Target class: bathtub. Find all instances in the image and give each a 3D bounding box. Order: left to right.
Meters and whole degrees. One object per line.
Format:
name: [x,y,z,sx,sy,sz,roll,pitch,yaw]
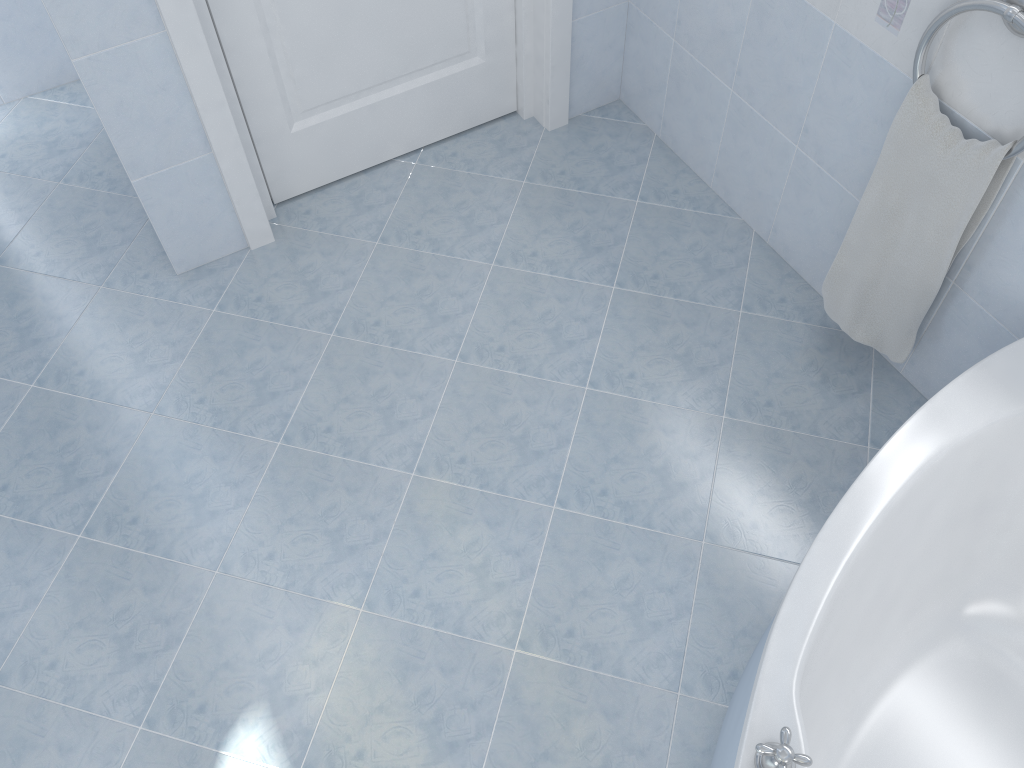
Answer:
bathtub: [0.778,0.822,1.198,1.596,0.670,1.578,-26,58,-16]

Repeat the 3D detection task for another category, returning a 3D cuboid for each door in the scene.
door: [-0.349,-1.248,1.812,0.823,2.011,0.098,-26,58,-16]

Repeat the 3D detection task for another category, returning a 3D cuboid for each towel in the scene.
towel: [0.829,-0.315,1.876,0.101,0.634,0.280,-28,59,-17]

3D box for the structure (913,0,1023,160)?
structure: [0.846,-0.555,1.571,0.051,0.332,0.291,-26,58,-16]
